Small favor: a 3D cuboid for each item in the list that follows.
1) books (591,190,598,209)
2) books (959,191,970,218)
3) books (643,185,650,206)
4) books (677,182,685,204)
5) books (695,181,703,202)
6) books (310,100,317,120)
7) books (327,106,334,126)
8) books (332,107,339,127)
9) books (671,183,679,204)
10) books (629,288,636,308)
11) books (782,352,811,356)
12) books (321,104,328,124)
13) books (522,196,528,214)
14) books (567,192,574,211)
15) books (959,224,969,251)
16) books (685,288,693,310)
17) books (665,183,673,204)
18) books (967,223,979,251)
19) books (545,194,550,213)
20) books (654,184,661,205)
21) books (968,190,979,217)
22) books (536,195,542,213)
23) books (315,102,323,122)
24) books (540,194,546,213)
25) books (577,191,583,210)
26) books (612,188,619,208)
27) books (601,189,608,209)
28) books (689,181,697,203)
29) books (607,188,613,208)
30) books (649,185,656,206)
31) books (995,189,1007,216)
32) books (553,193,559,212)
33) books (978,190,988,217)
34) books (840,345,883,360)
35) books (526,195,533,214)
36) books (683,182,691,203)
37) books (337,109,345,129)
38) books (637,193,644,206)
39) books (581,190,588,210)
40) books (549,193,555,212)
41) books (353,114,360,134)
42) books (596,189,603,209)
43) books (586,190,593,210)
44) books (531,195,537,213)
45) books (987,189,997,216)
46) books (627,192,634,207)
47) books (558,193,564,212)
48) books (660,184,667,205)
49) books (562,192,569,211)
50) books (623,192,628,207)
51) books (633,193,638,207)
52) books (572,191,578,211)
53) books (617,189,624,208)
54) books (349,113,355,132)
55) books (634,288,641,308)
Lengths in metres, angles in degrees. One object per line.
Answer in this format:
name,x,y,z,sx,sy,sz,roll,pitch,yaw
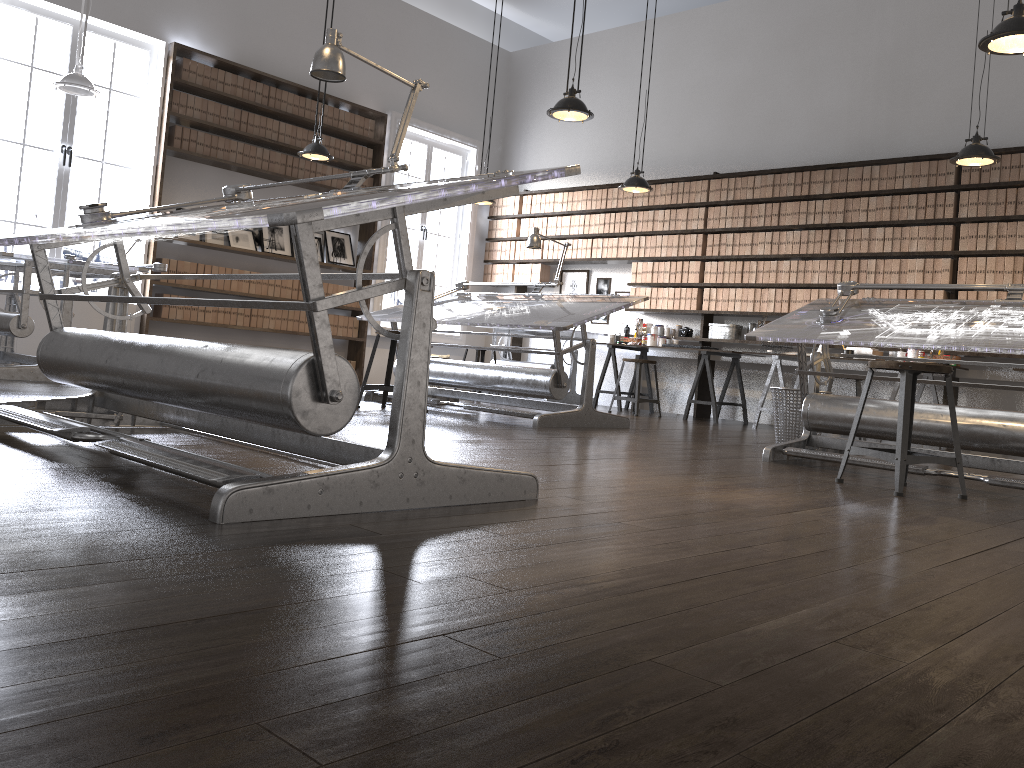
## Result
books,0.975,-2.051,9.938,0.067,0.226,0.174,4,-1,43
books,3.756,-1.463,7.313,0.067,0.226,0.174,4,-1,43
books,1.483,-1.994,9.461,0.067,0.226,0.174,4,-1,43
books,1.790,-1.960,9.178,0.067,0.226,0.174,4,-1,43
books,1.946,-1.943,9.032,0.067,0.226,0.174,4,-1,43
books,-2.121,-2.836,9.244,0.175,0.226,0.066,5,-1,43
books,-1.981,-2.828,9.406,0.175,0.226,0.066,5,-1,43
books,-1.933,-2.825,9.456,0.175,0.226,0.066,5,-1,43
books,1.741,-1.965,9.218,0.067,0.226,0.174,4,-1,43
books,1.336,-0.910,9.473,0.067,0.226,0.174,4,-1,43
books,2.533,-0.250,7.627,0.355,0.029,0.255,6,2,43
books,-2.026,-2.830,9.353,0.175,0.226,0.066,5,-1,43
books,0.210,-2.135,10.654,0.067,0.226,0.174,4,-1,43
books,0.722,-2.079,10.175,0.067,0.226,0.174,4,-1,43
books,3.749,-1.193,7.291,0.067,0.226,0.174,4,-1,43
books,1.841,-0.854,9.011,0.067,0.226,0.174,4,-1,43
books,1.688,-1.971,9.267,0.067,0.226,0.174,4,-1,43
books,3.792,-1.188,7.245,0.067,0.226,0.174,4,-1,43
books,0.474,-2.106,10.407,0.067,0.226,0.174,4,-1,43
books,1.589,-1.983,9.370,0.067,0.226,0.174,4,-1,43
books,3.807,-1.457,7.261,0.067,0.226,0.174,4,-1,43
books,0.368,-2.118,10.501,0.067,0.226,0.174,4,-1,43
books,-2.072,-2.833,9.297,0.175,0.226,0.066,5,-1,43
books,0.423,-2.112,10.456,0.067,0.226,0.174,4,-1,43
books,0.823,-2.067,10.079,0.067,0.226,0.174,4,-1,43
books,1.183,-2.027,9.741,0.067,0.226,0.174,4,-1,43
books,1.075,-2.039,9.840,0.067,0.226,0.174,4,-1,43
books,1.898,-1.948,9.082,0.067,0.226,0.174,4,-1,43
books,1.134,-2.033,9.793,0.067,0.226,0.174,4,-1,43
books,1.537,-1.988,9.416,0.067,0.226,0.174,4,-1,43
books,3.958,-1.441,7.129,0.067,0.226,0.174,4,-1,43
books,0.572,-2.095,10.315,0.067,0.226,0.174,4,-1,43
books,3.860,-1.451,7.212,0.067,0.226,0.174,4,-1,43
books,2.948,-0.266,7.488,0.295,0.148,0.384,6,1,43
books,0.261,-2.130,10.600,0.067,0.226,0.174,4,-1,43
books,1.845,-1.954,9.128,0.067,0.226,0.174,4,-1,43
books,-1.882,-2.821,9.505,0.175,0.226,0.066,5,-1,43
books,1.431,-2.000,9.512,0.067,0.226,0.174,4,-1,43
books,0.873,-2.062,10.027,0.067,0.226,0.174,4,-1,43
books,0.520,-2.101,10.357,0.067,0.226,0.174,4,-1,43
books,-1.745,-2.812,9.652,0.175,0.226,0.066,5,-1,43
books,1.025,-2.045,9.895,0.067,0.226,0.174,4,-1,43
books,0.926,-2.056,9.978,0.067,0.226,0.174,4,-1,43
books,0.319,-2.123,10.553,0.067,0.226,0.174,4,-1,43
books,3.909,-1.446,7.172,0.067,0.226,0.174,4,-1,43
books,1.334,-2.011,9.598,0.067,0.226,0.174,4,-1,43
books,0.616,-2.090,10.271,0.067,0.226,0.174,4,-1,43
books,1.637,-1.977,9.319,0.067,0.226,0.174,4,-1,43
books,0.668,-2.085,10.220,0.067,0.226,0.174,4,-1,43
books,1.289,-2.016,9.648,0.067,0.226,0.174,4,-1,43
books,1.386,-2.005,9.556,0.067,0.226,0.174,4,-1,43
books,0.774,-2.073,10.129,0.067,0.226,0.174,4,-1,43
books,1.237,-2.022,9.696,0.067,0.226,0.174,4,-1,43
books,-1.793,-2.816,9.606,0.175,0.226,0.066,5,-1,43
books,1.388,-0.904,9.431,0.067,0.226,0.174,4,-1,43
